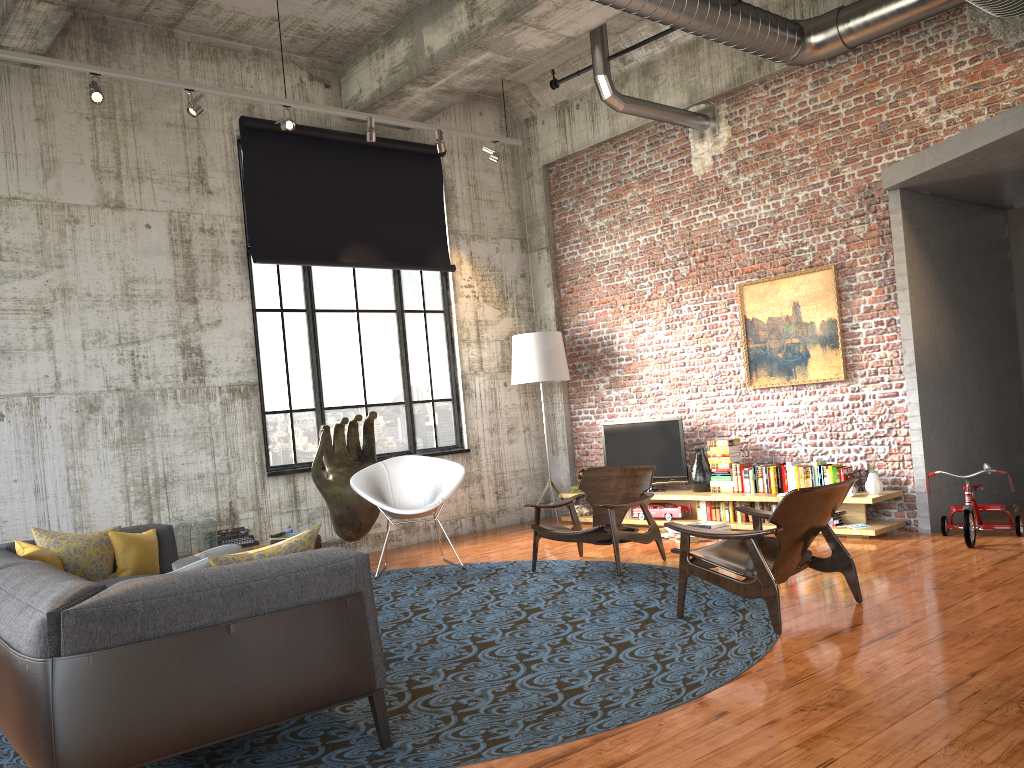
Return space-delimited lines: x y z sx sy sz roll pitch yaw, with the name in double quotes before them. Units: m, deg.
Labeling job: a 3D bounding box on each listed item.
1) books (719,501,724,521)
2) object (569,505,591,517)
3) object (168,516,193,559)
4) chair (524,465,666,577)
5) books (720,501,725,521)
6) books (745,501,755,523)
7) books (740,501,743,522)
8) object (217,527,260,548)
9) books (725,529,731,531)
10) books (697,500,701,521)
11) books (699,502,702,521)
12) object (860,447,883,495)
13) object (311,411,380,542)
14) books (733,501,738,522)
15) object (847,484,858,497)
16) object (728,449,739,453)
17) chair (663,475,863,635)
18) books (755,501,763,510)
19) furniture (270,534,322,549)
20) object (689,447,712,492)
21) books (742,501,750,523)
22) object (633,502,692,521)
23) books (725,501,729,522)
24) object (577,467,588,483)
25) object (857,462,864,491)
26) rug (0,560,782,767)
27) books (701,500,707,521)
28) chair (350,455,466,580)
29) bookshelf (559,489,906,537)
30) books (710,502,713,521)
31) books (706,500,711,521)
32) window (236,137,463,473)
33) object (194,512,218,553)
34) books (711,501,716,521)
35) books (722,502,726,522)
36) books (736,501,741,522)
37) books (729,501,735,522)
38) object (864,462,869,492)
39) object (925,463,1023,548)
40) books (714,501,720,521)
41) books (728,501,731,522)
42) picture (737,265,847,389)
"books" 2.129 1.259 8.872 0.138 0.217 0.022 -5 0 -40
"object" 0.801 1.473 10.333 0.183 0.133 0.274 -4 -2 -32
"object" -2.883 1.330 7.704 0.163 0.361 0.163 -5 -1 -42
"chair" 0.705 1.131 7.430 0.876 0.793 1.042 -6 -2 40
"books" 2.139 1.270 8.850 0.139 0.193 0.024 -5 0 -40
"books" 2.347 1.214 8.611 0.152 0.256 0.088 -5 -1 -40
"books" 2.294 1.237 8.675 0.158 0.220 0.030 -5 0 -40
"object" -2.538 1.413 8.100 0.423 0.153 0.382 -4 -2 -40
"books" 1.906 1.400 8.484 0.236 0.028 0.300 -3 -3 -42
"books" 1.953 1.282 9.068 0.138 0.217 0.022 -5 0 -40
"books" 1.971 1.292 9.053 0.139 0.193 0.023 -5 0 -40
"object" 3.139 0.740 7.715 0.198 0.445 0.233 -5 -1 37
"object" -1.646 0.942 8.801 0.727 1.296 0.456 -5 0 -29
"books" 2.253 1.240 8.746 0.156 0.225 0.052 -5 -1 -40
"object" 2.969 0.925 7.765 0.123 0.123 0.251 -5 -2 5
"object" 2.141 0.685 8.981 0.178 0.031 0.249 -4 -2 -40
"chair" 1.543 0.986 5.376 0.874 0.793 1.045 -4 -2 -39
"books" 2.417 1.222 8.561 0.149 0.214 0.050 -5 -1 -40
"furniture" -1.818 1.521 7.527 0.432 0.477 0.432 -5 -1 5
"object" 1.973 0.891 9.230 0.267 0.455 0.268 -5 -1 -9
"books" 2.306 1.235 8.647 0.158 0.220 0.030 -5 0 -40
"object" 1.593 1.347 9.403 0.601 0.174 0.243 -7 -2 41
"books" 2.179 1.262 8.817 0.145 0.200 0.032 -5 0 -40
"object" 0.870 1.081 10.367 0.215 0.208 0.216 -6 -1 39
"object" 3.150 0.837 8.027 0.057 0.272 0.057 -5 0 10
"rug" -0.766 1.607 5.777 4.847 0.009 4.847 -5 -2 6
"books" 2.002 1.262 9.027 0.171 0.246 0.057 -5 -1 -40
"chair" -0.919 1.181 8.123 1.057 1.030 0.807 -5 -1 -1
"bookshelf" 2.011 1.290 9.096 0.547 0.359 3.851 -4 -2 -40
"books" 2.058 1.281 8.957 0.139 0.193 0.024 -5 0 -40
"books" 2.033 1.255 8.985 0.152 0.252 0.046 -5 0 -40
"window" -1.684 -0.834 9.650 2.576 3.435 0.050 -5 0 -40
"object" -2.708 1.319 7.854 0.163 0.361 0.163 -5 -1 -38
"books" 2.074 1.271 8.931 0.151 0.208 0.039 -5 -1 -40
"books" 2.156 1.268 8.833 0.139 0.193 0.023 -5 0 -40
"books" 2.268 1.246 8.698 0.151 0.208 0.039 -5 -1 -40
"books" 2.212 1.247 8.765 0.158 0.220 0.030 -5 0 -40
"object" 3.190 0.831 7.958 0.057 0.272 0.057 -5 0 10
"object" 3.990 0.685 0.518 8.758 0.657 20.867 -4 -3 -40
"books" 2.105 1.264 8.899 0.148 0.213 0.049 -5 -1 -40
"books" 2.208 1.249 8.801 0.158 0.220 0.030 -5 0 -40
"picture" 2.670 -0.520 8.543 0.040 1.064 1.066 -5 -1 -40
